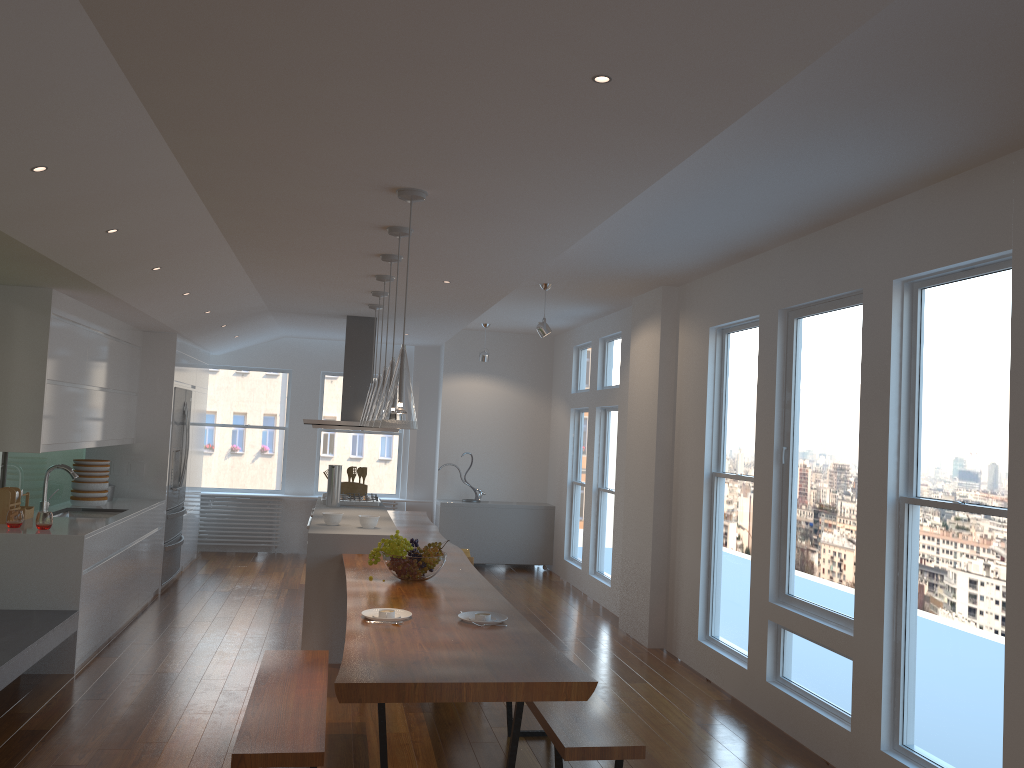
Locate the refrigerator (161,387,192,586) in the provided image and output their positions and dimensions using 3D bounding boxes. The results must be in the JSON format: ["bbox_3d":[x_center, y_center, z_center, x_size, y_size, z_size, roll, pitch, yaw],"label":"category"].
[{"bbox_3d":[-3.386,0.914,8.177,0.725,1.772,0.908,3,-3,-11],"label":"refrigerator"}]

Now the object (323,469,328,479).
[{"bbox_3d":[-1.725,0.952,8.541,0.199,0.259,0.016,3,-3,-1],"label":"object"}]

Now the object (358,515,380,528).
[{"bbox_3d":[-0.999,0.962,6.181,0.152,0.082,0.152,0,-4,40],"label":"object"}]

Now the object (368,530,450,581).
[{"bbox_3d":[-0.567,0.949,4.921,0.292,0.284,0.394,0,-4,43],"label":"object"}]

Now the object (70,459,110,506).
[{"bbox_3d":[-3.320,0.778,6.980,0.267,0.356,0.266,2,-3,15],"label":"object"}]

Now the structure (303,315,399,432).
[{"bbox_3d":[-1.405,-0.280,8.168,0.909,1.405,0.900,3,-3,-11],"label":"structure"}]

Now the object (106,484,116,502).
[{"bbox_3d":[-3.431,0.875,7.347,0.265,0.196,0.284,1,-4,31],"label":"object"}]

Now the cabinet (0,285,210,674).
[{"bbox_3d":[-3.287,0.664,7.450,0.676,2.280,4.565,3,-3,-11],"label":"cabinet"}]

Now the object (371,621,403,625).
[{"bbox_3d":[-0.541,1.018,3.777,0.149,0.014,0.044,4,-3,-12],"label":"object"}]

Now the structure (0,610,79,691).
[{"bbox_3d":[-3.668,1.345,2.841,3.088,0.386,5.584,3,-3,-11],"label":"structure"}]

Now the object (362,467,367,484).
[{"bbox_3d":[-1.440,0.954,8.599,0.057,0.294,0.030,3,-3,-11],"label":"object"}]

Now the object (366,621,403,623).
[{"bbox_3d":[-0.546,1.023,3.810,0.164,0.006,0.017,3,-3,-6],"label":"object"}]

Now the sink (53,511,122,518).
[{"bbox_3d":[-3.088,1.052,6.419,0.449,0.192,0.666,3,-3,-11],"label":"sink"}]

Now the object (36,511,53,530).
[{"bbox_3d":[-2.857,0.836,5.419,0.094,0.106,0.094,3,-3,-5],"label":"object"}]

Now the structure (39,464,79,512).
[{"bbox_3d":[-3.274,0.845,6.420,0.248,0.536,0.115,3,-3,-11],"label":"structure"}]

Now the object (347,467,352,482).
[{"bbox_3d":[-1.572,0.945,8.573,0.061,0.299,0.040,4,-3,-13],"label":"object"}]

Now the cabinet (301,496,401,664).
[{"bbox_3d":[-1.325,1.458,7.196,0.597,0.832,2.936,3,-3,-11],"label":"cabinet"}]

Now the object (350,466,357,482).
[{"bbox_3d":[-1.535,0.946,8.560,0.057,0.299,0.019,3,-3,-11],"label":"object"}]

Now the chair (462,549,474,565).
[{"bbox_3d":[-0.550,1.742,8.039,0.344,0.430,0.549,3,-3,-7],"label":"chair"}]

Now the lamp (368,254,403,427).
[{"bbox_3d":[-0.718,-0.281,5.098,0.160,1.060,0.160,2,-3,16],"label":"lamp"}]

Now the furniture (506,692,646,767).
[{"bbox_3d":[0.205,1.586,4.021,0.316,0.389,1.433,3,-3,-11],"label":"furniture"}]

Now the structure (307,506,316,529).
[{"bbox_3d":[-1.538,1.470,8.080,0.649,0.735,0.890,3,-3,-11],"label":"structure"}]

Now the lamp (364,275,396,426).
[{"bbox_3d":[-0.856,-0.249,5.807,0.160,1.060,0.160,2,-3,16],"label":"lamp"}]

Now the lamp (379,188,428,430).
[{"bbox_3d":[-0.440,-0.344,3.680,0.160,1.060,0.160,2,-3,16],"label":"lamp"}]

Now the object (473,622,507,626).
[{"bbox_3d":[-0.097,1.039,3.844,0.158,0.017,0.019,4,-3,-16],"label":"object"}]

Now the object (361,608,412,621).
[{"bbox_3d":[-0.553,1.021,3.912,0.222,0.020,0.222,1,-4,30],"label":"object"}]

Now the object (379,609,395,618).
[{"bbox_3d":[-0.552,1.015,3.912,0.079,0.030,0.070,0,-4,42],"label":"object"}]

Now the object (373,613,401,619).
[{"bbox_3d":[-0.553,1.026,3.912,0.124,0.011,0.124,2,-3,10],"label":"object"}]

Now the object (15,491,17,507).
[{"bbox_3d":[-3.219,0.791,5.733,0.019,0.196,0.022,3,-3,-10],"label":"object"}]

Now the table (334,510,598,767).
[{"bbox_3d":[-0.733,1.480,5.887,0.893,0.704,5.996,3,-3,-11],"label":"table"}]

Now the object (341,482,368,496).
[{"bbox_3d":[-1.575,1.023,8.559,0.353,0.157,0.084,3,-3,-11],"label":"object"}]

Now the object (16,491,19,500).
[{"bbox_3d":[-3.201,0.788,5.713,0.042,0.192,0.040,0,-4,39],"label":"object"}]

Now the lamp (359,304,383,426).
[{"bbox_3d":[-1.134,-0.186,7.224,0.160,1.060,0.160,2,-3,16],"label":"lamp"}]

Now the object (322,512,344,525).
[{"bbox_3d":[-1.267,0.952,6.256,0.152,0.082,0.152,1,-4,28],"label":"object"}]

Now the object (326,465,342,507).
[{"bbox_3d":[-1.523,0.878,7.654,0.120,0.356,0.172,0,-4,37],"label":"object"}]

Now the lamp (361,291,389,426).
[{"bbox_3d":[-0.995,-0.217,6.516,0.160,1.060,0.160,2,-3,16],"label":"lamp"}]

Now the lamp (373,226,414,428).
[{"bbox_3d":[-0.579,-0.312,4.389,0.160,1.060,0.160,2,-3,16],"label":"lamp"}]

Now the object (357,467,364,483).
[{"bbox_3d":[-1.473,0.951,8.575,0.068,0.298,0.039,3,-3,-11],"label":"object"}]

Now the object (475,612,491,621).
[{"bbox_3d":[-0.130,1.038,3.946,0.079,0.030,0.070,1,-4,32],"label":"object"}]

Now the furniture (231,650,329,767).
[{"bbox_3d":[-0.964,1.516,3.795,0.316,0.389,1.433,3,-3,-11],"label":"furniture"}]

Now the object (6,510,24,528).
[{"bbox_3d":[-3.044,0.827,5.430,0.094,0.106,0.094,3,-3,-5],"label":"object"}]

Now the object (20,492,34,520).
[{"bbox_3d":[-3.267,0.814,5.916,0.100,0.170,0.173,3,-3,-9],"label":"object"}]

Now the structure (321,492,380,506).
[{"bbox_3d":[-1.478,1.048,8.122,0.520,0.073,0.650,3,-3,-11],"label":"structure"}]

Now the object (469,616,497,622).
[{"bbox_3d":[-0.130,1.048,3.945,0.124,0.011,0.124,5,-4,-29],"label":"object"}]

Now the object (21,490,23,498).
[{"bbox_3d":[-3.258,0.794,5.869,0.042,0.192,0.040,1,-3,27],"label":"object"}]

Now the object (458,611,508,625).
[{"bbox_3d":[-0.130,1.044,3.945,0.222,0.020,0.222,4,-3,-19],"label":"object"}]

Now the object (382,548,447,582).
[{"bbox_3d":[-0.543,1.012,4.909,0.360,0.159,0.360,0,-4,42],"label":"object"}]

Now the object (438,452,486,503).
[{"bbox_3d":[-0.543,1.050,10.027,0.590,0.563,0.210,5,-4,-40],"label":"object"}]

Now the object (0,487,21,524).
[{"bbox_3d":[-3.232,0.777,5.672,0.104,0.222,0.200,3,-3,-11],"label":"object"}]

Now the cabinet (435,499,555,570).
[{"bbox_3d":[-0.207,1.717,10.108,1.309,0.725,0.420,3,-3,-11],"label":"cabinet"}]
